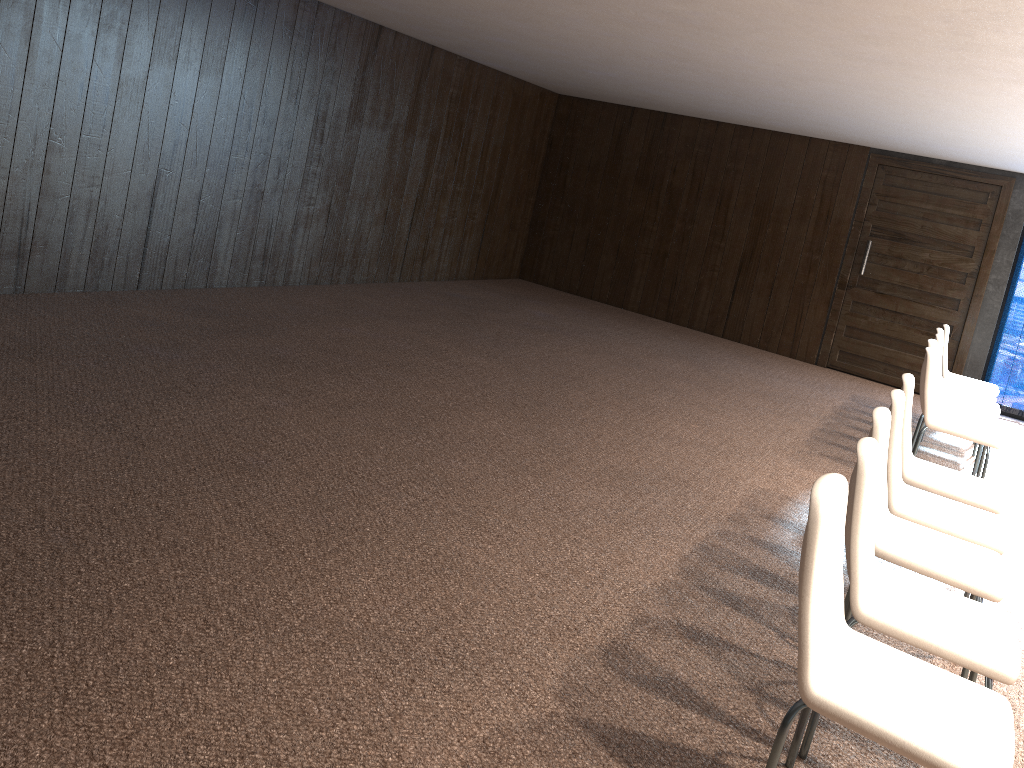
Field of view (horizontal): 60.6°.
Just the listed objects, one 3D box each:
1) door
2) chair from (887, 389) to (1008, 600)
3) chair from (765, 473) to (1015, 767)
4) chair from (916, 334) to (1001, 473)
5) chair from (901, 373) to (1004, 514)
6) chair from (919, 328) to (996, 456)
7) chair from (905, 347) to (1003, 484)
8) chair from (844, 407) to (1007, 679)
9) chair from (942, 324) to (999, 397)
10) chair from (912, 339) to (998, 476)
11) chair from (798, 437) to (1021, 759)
[{"bbox_3d":[4.255,-1.145,9.325,1.426,2.364,0.269,17,7,28],"label":"door"},{"bbox_3d":[1.779,0.539,3.696,0.567,0.884,0.533,16,9,26],"label":"chair"},{"bbox_3d":[0.920,0.751,2.146,0.569,0.884,0.532,17,9,29],"label":"chair"},{"bbox_3d":[3.426,0.122,6.701,0.568,0.884,0.532,17,9,28],"label":"chair"},{"bbox_3d":[2.071,0.462,4.240,0.568,0.884,0.533,17,9,26],"label":"chair"},{"bbox_3d":[3.687,0.043,7.230,0.568,0.884,0.532,17,9,27],"label":"chair"},{"bbox_3d":[2.840,0.272,5.625,0.567,0.884,0.533,16,9,26],"label":"chair"},{"bbox_3d":[1.505,0.603,3.214,0.568,0.884,0.533,17,9,27],"label":"chair"},{"bbox_3d":[3.987,-0.020,7.727,0.568,0.884,0.533,17,9,26],"label":"chair"},{"bbox_3d":[3.118,0.191,6.177,0.569,0.884,0.532,17,9,29],"label":"chair"},{"bbox_3d":[1.228,0.686,2.658,0.567,0.884,0.533,16,9,26],"label":"chair"}]
